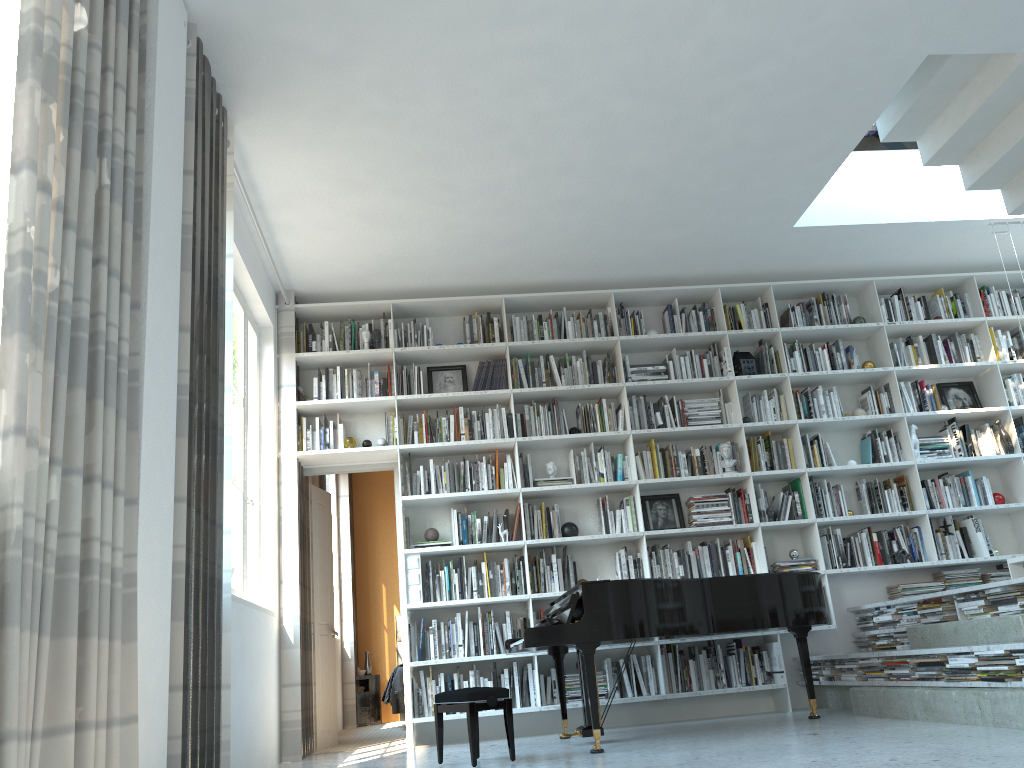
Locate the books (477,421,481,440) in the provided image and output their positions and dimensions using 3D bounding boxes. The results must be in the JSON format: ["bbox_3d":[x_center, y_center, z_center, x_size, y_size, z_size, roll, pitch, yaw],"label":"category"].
[{"bbox_3d":[-0.246,0.380,6.558,0.022,0.185,0.137,-3,-18,-6],"label":"books"}]

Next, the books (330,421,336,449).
[{"bbox_3d":[-1.297,0.406,6.427,0.021,0.236,0.189,-3,-18,-6],"label":"books"}]

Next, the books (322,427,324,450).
[{"bbox_3d":[-1.360,0.431,6.437,0.011,0.205,0.163,-3,-18,-6],"label":"books"}]

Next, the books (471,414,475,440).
[{"bbox_3d":[-0.292,0.356,6.548,0.013,0.231,0.172,-3,-18,-6],"label":"books"}]

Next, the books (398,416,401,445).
[{"bbox_3d":[-0.820,0.381,6.511,0.012,0.253,0.161,-3,-18,-6],"label":"books"}]

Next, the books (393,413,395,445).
[{"bbox_3d":[-0.861,0.366,6.505,0.010,0.285,0.137,-3,-18,-6],"label":"books"}]

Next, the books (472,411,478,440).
[{"bbox_3d":[-0.274,0.346,6.568,0.029,0.260,0.158,-3,-18,-6],"label":"books"}]

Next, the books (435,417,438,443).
[{"bbox_3d":[-0.555,0.377,6.535,0.012,0.230,0.150,-3,-18,-6],"label":"books"}]

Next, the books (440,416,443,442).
[{"bbox_3d":[-0.516,0.372,6.530,0.011,0.228,0.171,-3,-18,-6],"label":"books"}]

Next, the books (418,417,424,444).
[{"bbox_3d":[-0.665,0.379,6.511,0.030,0.229,0.172,-3,-18,-6],"label":"books"}]

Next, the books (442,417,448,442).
[{"bbox_3d":[-0.494,0.375,6.524,0.031,0.216,0.173,-3,-18,-6],"label":"books"}]

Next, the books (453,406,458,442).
[{"bbox_3d":[-0.416,0.333,6.557,0.014,0.303,0.152,-3,-18,-6],"label":"books"}]

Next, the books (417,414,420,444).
[{"bbox_3d":[-0.687,0.366,6.518,0.010,0.262,0.151,-3,-18,-6],"label":"books"}]

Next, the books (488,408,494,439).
[{"bbox_3d":[-0.156,0.332,6.562,0.022,0.262,0.175,-3,-18,-6],"label":"books"}]

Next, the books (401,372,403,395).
[{"bbox_3d":[-0.819,0.037,6.614,0.005,0.237,0.154,-3,-18,-6],"label":"books"}]

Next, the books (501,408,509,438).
[{"bbox_3d":[-0.057,0.327,6.574,0.035,0.263,0.178,-3,-18,-6],"label":"books"}]

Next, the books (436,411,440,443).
[{"bbox_3d":[-0.544,0.353,6.540,0.012,0.276,0.151,-3,-18,-6],"label":"books"}]

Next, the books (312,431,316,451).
[{"bbox_3d":[-1.426,0.451,6.447,0.029,0.184,0.135,-3,-18,-6],"label":"books"}]

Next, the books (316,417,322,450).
[{"bbox_3d":[-1.404,0.399,6.448,0.022,0.280,0.157,-3,-18,-6],"label":"books"}]

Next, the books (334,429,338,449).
[{"bbox_3d":[-1.273,0.439,6.462,0.029,0.190,0.135,-3,-18,-6],"label":"books"}]

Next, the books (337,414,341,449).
[{"bbox_3d":[-1.255,0.381,6.461,0.013,0.297,0.179,-3,-18,-6],"label":"books"}]

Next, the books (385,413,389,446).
[{"bbox_3d":[-0.915,0.368,6.494,0.012,0.284,0.160,-3,-18,-6],"label":"books"}]

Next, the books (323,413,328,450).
[{"bbox_3d":[-1.351,0.382,6.435,0.013,0.296,0.188,-3,-18,-6],"label":"books"}]

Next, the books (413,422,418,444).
[{"bbox_3d":[-0.701,0.394,6.490,0.026,0.194,0.176,-3,-18,-6],"label":"books"}]

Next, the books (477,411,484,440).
[{"bbox_3d":[-0.228,0.345,6.576,0.035,0.259,0.131,-3,-18,-6],"label":"books"}]

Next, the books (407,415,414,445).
[{"bbox_3d":[-0.750,0.374,6.518,0.062,0.257,0.153,-3,-18,-6],"label":"books"}]

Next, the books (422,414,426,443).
[{"bbox_3d":[-0.644,0.367,6.515,0.014,0.252,0.188,-3,-18,-6],"label":"books"}]

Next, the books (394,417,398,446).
[{"bbox_3d":[-0.840,0.383,6.464,0.021,0.224,0.232,-3,-18,-6],"label":"books"}]

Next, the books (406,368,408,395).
[{"bbox_3d":[-0.780,0.029,6.619,0.010,0.248,0.166,-3,-18,-6],"label":"books"}]

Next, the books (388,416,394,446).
[{"bbox_3d":[-0.888,0.380,6.515,0.044,0.268,0.134,-3,-18,-6],"label":"books"}]

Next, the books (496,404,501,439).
[{"bbox_3d":[-0.102,0.314,6.565,0.012,0.290,0.183,-3,-18,-6],"label":"books"}]

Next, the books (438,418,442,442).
[{"bbox_3d":[-0.528,0.376,6.520,0.014,0.217,0.164,-3,-18,-6],"label":"books"}]

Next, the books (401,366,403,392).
[{"bbox_3d":[-0.816,0.018,6.620,0.005,0.276,0.147,-3,-18,-6],"label":"books"}]

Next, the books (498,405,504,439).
[{"bbox_3d":[-0.086,0.317,6.578,0.022,0.288,0.170,-3,-18,-6],"label":"books"}]

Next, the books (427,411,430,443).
[{"bbox_3d":[-0.613,0.351,6.515,0.011,0.276,0.164,-3,-18,-6],"label":"books"}]

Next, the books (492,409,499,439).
[{"bbox_3d":[-0.122,0.336,6.586,0.024,0.265,0.155,-3,-18,-6],"label":"books"}]

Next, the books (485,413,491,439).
[{"bbox_3d":[-0.181,0.349,6.554,0.030,0.230,0.173,-3,-18,-6],"label":"books"}]

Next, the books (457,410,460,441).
[{"bbox_3d":[-0.395,0.341,6.536,0.023,0.270,0.187,-3,-18,-6],"label":"books"}]

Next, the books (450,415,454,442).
[{"bbox_3d":[-0.443,0.365,6.541,0.047,0.237,0.163,-3,-18,-6],"label":"books"}]

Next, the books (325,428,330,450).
[{"bbox_3d":[-1.329,0.434,6.435,0.024,0.192,0.181,-3,-18,-6],"label":"books"}]

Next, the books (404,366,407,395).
[{"bbox_3d":[-0.789,0.022,6.611,0.009,0.259,0.184,-3,-18,-6],"label":"books"}]

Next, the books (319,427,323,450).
[{"bbox_3d":[-1.379,0.435,6.457,0.023,0.213,0.141,-3,-18,-6],"label":"books"}]

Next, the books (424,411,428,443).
[{"bbox_3d":[-0.629,0.354,6.524,0.020,0.280,0.165,-3,-18,-6],"label":"books"}]

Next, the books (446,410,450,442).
[{"bbox_3d":[-0.474,0.349,6.539,0.014,0.272,0.181,-3,-18,-6],"label":"books"}]

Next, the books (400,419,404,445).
[{"bbox_3d":[-0.801,0.387,6.501,0.022,0.232,0.151,-3,-18,-6],"label":"books"}]

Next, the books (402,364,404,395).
[{"bbox_3d":[-0.811,0.013,6.625,0.006,0.288,0.144,-3,-18,-6],"label":"books"}]

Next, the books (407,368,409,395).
[{"bbox_3d":[-0.771,0.023,6.599,0.004,0.245,0.189,-3,-18,-6],"label":"books"}]

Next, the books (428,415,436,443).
[{"bbox_3d":[-0.585,0.368,6.531,0.047,0.249,0.134,-3,-18,-6],"label":"books"}]

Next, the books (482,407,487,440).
[{"bbox_3d":[-0.204,0.328,6.564,0.012,0.280,0.189,-3,-18,-6],"label":"books"}]

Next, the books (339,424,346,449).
[{"bbox_3d":[-1.229,0.416,6.437,0.029,0.210,0.188,-3,-18,-6],"label":"books"}]

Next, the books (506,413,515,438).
[{"bbox_3d":[-0.015,0.346,6.545,0.039,0.201,0.237,-3,-18,-6],"label":"books"}]

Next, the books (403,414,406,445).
[{"bbox_3d":[-0.785,0.369,6.500,0.012,0.262,0.181,-3,-18,-6],"label":"books"}]

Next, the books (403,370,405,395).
[{"bbox_3d":[-0.800,0.036,6.602,0.009,0.228,0.185,-3,-18,-6],"label":"books"}]

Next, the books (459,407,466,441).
[{"bbox_3d":[-0.369,0.331,6.536,0.030,0.285,0.186,-3,-18,-6],"label":"books"}]

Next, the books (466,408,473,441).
[{"bbox_3d":[-0.314,0.335,6.564,0.025,0.285,0.162,-3,-18,-6],"label":"books"}]

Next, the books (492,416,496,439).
[{"bbox_3d":[-0.137,0.362,6.567,0.013,0.205,0.173,-3,-18,-6],"label":"books"}]

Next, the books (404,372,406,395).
[{"bbox_3d":[-0.792,0.039,6.591,0.004,0.213,0.187,-3,-18,-6],"label":"books"}]

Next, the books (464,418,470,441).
[{"bbox_3d":[-0.335,0.371,6.522,0.029,0.194,0.192,-3,-18,-6],"label":"books"}]
